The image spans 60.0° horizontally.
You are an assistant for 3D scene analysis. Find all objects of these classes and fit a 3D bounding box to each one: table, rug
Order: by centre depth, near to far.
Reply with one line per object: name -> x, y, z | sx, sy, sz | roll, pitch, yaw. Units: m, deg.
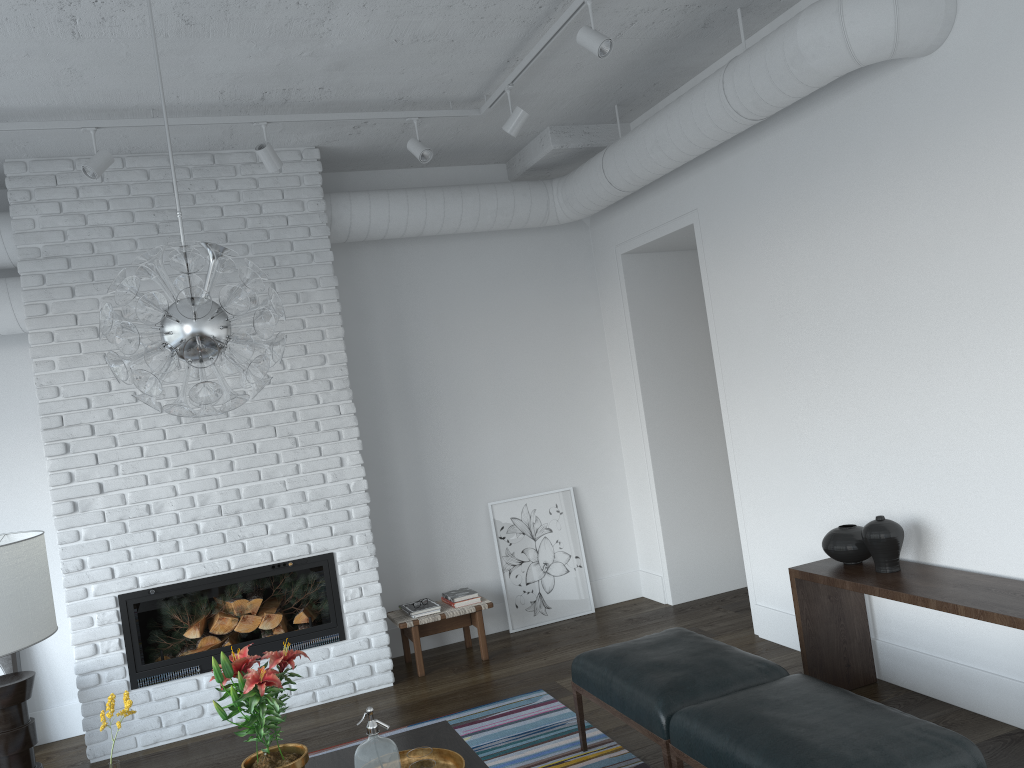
rug -> -0.472, 1.717, 2.535 | 2.735, 0.012, 3.760 | -8, -1, -20
table -> -0.600, 1.532, 2.539 | 1.306, 0.394, 1.362 | -8, -1, -20
table -> 1.731, 1.094, 3.537 | 0.375, 0.617, 1.362 | -8, -1, -20
table -> -2.470, 1.741, 4.378 | 0.282, 0.558, 0.281 | -8, -1, -41
table -> -0.435, 1.576, 5.584 | 0.605, 0.345, 0.405 | -8, -1, -20

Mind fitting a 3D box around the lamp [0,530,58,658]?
lamp -> -1.280, 0.945, 0.897 | 0.432, 1.738, 2.162 | -8, -1, 14

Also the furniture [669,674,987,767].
furniture -> 0.971, 1.272, 2.815 | 0.583, 0.476, 0.827 | -8, -1, -20

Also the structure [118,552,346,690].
structure -> -1.631, 1.355, 5.233 | 1.168, 0.578, 0.675 | -8, -1, -20

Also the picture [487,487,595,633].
picture -> 0.206, 1.208, 6.147 | 0.637, 0.884, 0.093 | -8, -1, -20

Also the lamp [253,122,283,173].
lamp -> -1.243, -1.211, 4.480 | 0.097, 0.285, 0.154 | -9, -1, 20

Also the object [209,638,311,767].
object -> -0.772, 1.079, 2.766 | 0.275, 0.558, 0.284 | -9, -1, 32

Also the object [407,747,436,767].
object -> -0.284, 1.239, 2.831 | 0.085, 0.089, 0.195 | -8, -1, -11

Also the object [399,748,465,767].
object -> -0.333, 1.260, 2.793 | 0.383, 0.068, 0.383 | -9, -1, 22

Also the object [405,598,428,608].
object -> -0.599, 1.369, 5.546 | 0.093, 0.038, 0.134 | -9, -1, 37

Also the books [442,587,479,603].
books -> -0.331, 1.344, 5.658 | 0.173, 0.025, 0.238 | -8, -1, -22

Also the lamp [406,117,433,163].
lamp -> -0.506, -1.317, 4.749 | 0.093, 0.285, 0.154 | -8, -1, -42

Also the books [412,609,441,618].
books -> -0.569, 1.407, 5.535 | 0.171, 0.011, 0.306 | -8, -1, -21

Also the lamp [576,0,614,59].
lamp -> 0.323, -1.449, 3.588 | 0.154, 0.285, 0.094 | -9, -1, 43

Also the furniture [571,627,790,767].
furniture -> 0.682, 1.320, 3.615 | 0.584, 0.478, 0.828 | -8, -1, -20

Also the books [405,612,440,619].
books -> -0.568, 1.418, 5.545 | 0.172, 0.011, 0.273 | -8, -1, -21

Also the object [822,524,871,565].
object -> 1.540, 0.730, 4.038 | 0.245, 0.168, 0.245 | -8, -1, -29

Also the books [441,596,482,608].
books -> -0.324, 1.372, 5.651 | 0.185, 0.032, 0.267 | -8, -1, -22

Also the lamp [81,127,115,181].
lamp -> -1.975, -1.106, 4.208 | 0.090, 0.285, 0.154 | -9, -1, 38

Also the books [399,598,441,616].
books -> -0.576, 1.393, 5.544 | 0.202, 0.019, 0.280 | -8, -1, -22

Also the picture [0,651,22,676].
picture -> -3.076, 1.735, 4.880 | 0.686, 0.775, 0.130 | -8, -1, -20

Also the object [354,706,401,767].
object -> -0.430, 1.162, 2.801 | 0.143, 0.288, 0.143 | -9, -1, 41

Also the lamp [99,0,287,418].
lamp -> -1.067, -0.664, 2.795 | 0.552, 1.546, 0.552 | -8, -1, -33

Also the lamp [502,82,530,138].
lamp -> 0.007, -1.395, 4.492 | 0.154, 0.285, 0.104 | -9, -1, 20

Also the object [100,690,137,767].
object -> -1.175, 1.181, 2.695 | 0.121, 0.470, 0.120 | -8, -1, -4

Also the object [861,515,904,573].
object -> 1.601, 0.685, 3.817 | 0.171, 0.236, 0.171 | -8, -1, -15
